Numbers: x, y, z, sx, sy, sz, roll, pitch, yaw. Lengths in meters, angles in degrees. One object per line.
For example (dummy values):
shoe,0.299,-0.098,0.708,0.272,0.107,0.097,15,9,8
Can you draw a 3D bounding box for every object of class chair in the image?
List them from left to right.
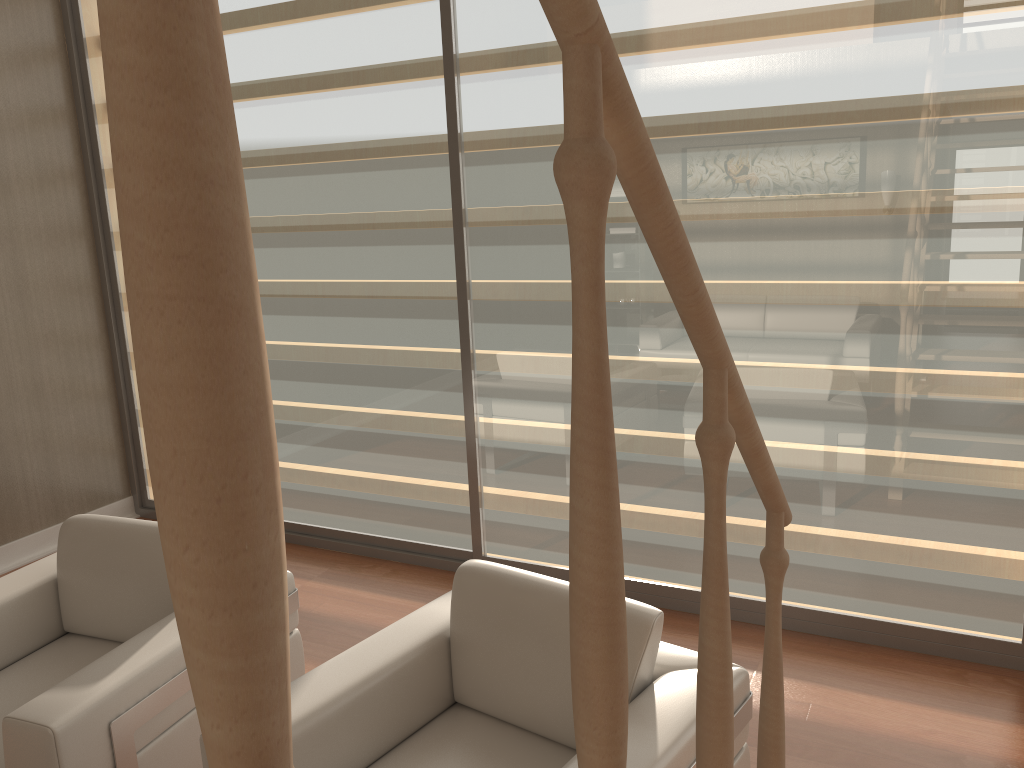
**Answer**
chair,-1.241,0.848,2.559,0.900,0.740,0.905,2,13,22
chair,-0.050,0.903,2.038,0.900,0.740,0.905,6,15,37

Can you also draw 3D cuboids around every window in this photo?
window,-1.166,-0.813,4.160,2.095,3.100,0.020,4,14,27
window,0.733,-0.690,3.171,2.095,3.100,0.020,4,14,27
